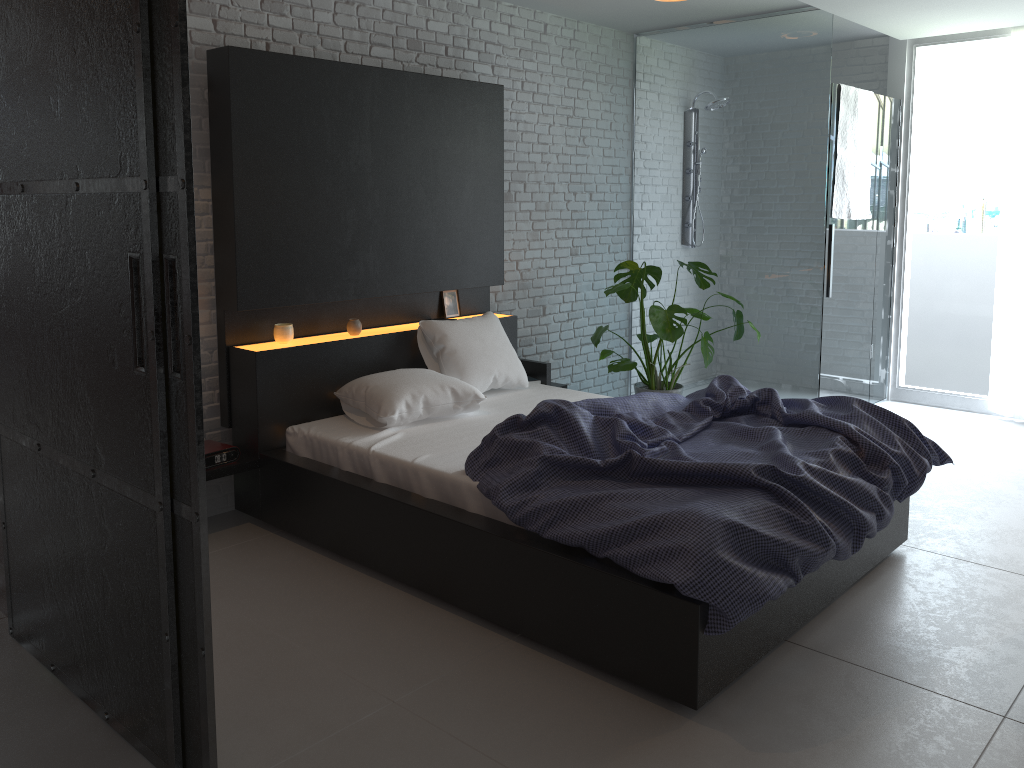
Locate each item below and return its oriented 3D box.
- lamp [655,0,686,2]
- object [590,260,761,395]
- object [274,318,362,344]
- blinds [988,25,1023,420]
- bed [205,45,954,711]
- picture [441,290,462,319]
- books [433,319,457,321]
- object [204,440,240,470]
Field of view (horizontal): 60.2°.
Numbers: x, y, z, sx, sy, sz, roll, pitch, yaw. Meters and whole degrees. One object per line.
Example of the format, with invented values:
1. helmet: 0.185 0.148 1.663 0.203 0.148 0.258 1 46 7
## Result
1. lamp: -2.051 -1.963 4.089 9.613 0.083 5.401 6 13 28
2. object: 0.996 -0.229 5.399 0.992 1.038 0.859 -5 10 -29
3. object: -0.894 -0.251 4.094 0.451 0.085 0.089 -11 14 -42
4. blinds: 3.814 -0.997 5.046 1.863 2.670 0.137 8 10 42
5. bed: 0.225 -0.368 3.635 2.623 2.022 2.574 9 13 42
6. picture: -0.332 -0.442 4.847 0.036 0.156 0.125 6 10 41
7. books: -0.361 -0.333 4.689 0.125 0.013 0.161 0 12 2
8. object: -1.286 0.304 3.736 0.185 0.083 0.198 8 14 37
